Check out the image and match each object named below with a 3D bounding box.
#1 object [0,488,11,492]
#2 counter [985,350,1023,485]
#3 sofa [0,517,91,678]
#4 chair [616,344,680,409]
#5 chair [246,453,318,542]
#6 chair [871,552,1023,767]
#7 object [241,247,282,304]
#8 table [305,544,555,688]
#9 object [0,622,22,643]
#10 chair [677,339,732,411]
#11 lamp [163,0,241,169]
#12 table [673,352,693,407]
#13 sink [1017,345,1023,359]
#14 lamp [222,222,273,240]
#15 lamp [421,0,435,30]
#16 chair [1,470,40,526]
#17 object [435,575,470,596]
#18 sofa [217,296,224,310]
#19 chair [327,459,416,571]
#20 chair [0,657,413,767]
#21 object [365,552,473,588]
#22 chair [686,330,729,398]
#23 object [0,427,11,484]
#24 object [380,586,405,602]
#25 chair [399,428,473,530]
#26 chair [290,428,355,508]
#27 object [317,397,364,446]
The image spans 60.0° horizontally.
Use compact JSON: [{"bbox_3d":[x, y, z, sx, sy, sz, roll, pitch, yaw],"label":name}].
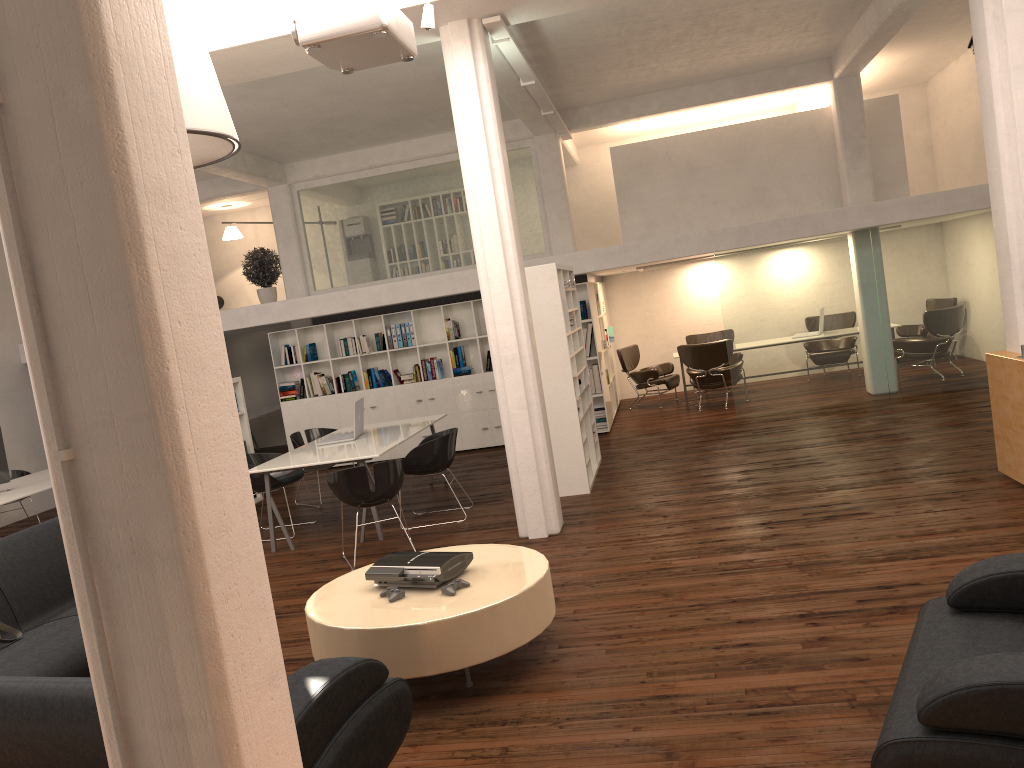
[{"bbox_3d":[-6.869,1.434,11.352,0.804,0.032,0.217,-12,6,-34],"label":"object"},{"bbox_3d":[4.310,0.595,4.973,0.689,1.141,6.858,-8,5,10],"label":"counter"},{"bbox_3d":[-3.350,1.711,6.391,1.467,1.119,3.087,-8,5,10],"label":"sofa"},{"bbox_3d":[2.632,-0.178,17.085,0.991,1.183,0.994,-6,6,30],"label":"chair"},{"bbox_3d":[-2.926,1.329,10.770,0.757,1.004,0.795,-8,5,10],"label":"chair"},{"bbox_3d":[2.245,1.088,3.366,1.481,1.130,1.454,-6,6,32],"label":"chair"},{"bbox_3d":[-4.588,-1.988,16.462,0.793,1.127,0.770,-8,5,9],"label":"object"},{"bbox_3d":[-0.514,1.587,5.916,1.616,0.570,1.616,-9,5,4],"label":"table"},{"bbox_3d":[-3.585,1.667,5.840,0.331,0.352,0.586,-7,5,25],"label":"object"},{"bbox_3d":[3.534,-0.189,15.570,0.994,1.183,0.991,-7,5,25],"label":"chair"},{"bbox_3d":[-2.837,-3.613,5.706,1.386,4.284,1.386,-7,5,24],"label":"lamp"},{"bbox_3d":[4.973,-0.338,16.179,3.900,0.947,1.040,-8,5,10],"label":"table"},{"bbox_3d":[4.524,-0.328,6.841,0.596,0.774,1.757,-8,5,10],"label":"sink"},{"bbox_3d":[-4.923,-3.345,18.448,2.635,0.513,0.447,-7,5,20],"label":"lamp"},{"bbox_3d":[-0.700,-3.066,7.226,0.136,0.357,0.117,-7,5,17],"label":"lamp"},{"bbox_3d":[-7.558,1.837,13.308,0.795,1.004,0.757,-12,6,-34],"label":"chair"},{"bbox_3d":[-0.410,1.256,5.607,0.231,0.099,0.193,-6,6,33],"label":"object"},{"bbox_3d":[-7.390,-1.700,18.383,1.467,1.119,3.087,-8,5,10],"label":"sofa"},{"bbox_3d":[-1.390,1.248,8.906,0.795,1.004,0.757,-10,5,-15],"label":"chair"},{"bbox_3d":[-1.428,1.608,4.005,1.454,1.130,1.481,-7,5,22],"label":"chair"},{"bbox_3d":[-0.614,1.227,5.926,0.558,0.163,0.471,-6,6,30],"label":"object"},{"bbox_3d":[4.007,-0.421,17.420,0.994,1.183,0.991,-8,5,5],"label":"chair"},{"bbox_3d":[-6.740,1.014,10.955,0.886,0.888,0.347,-12,6,-34],"label":"object"},{"bbox_3d":[-0.761,1.327,5.639,0.119,0.062,0.193,-12,5,-29],"label":"object"},{"bbox_3d":[-0.921,1.062,10.227,0.757,1.004,0.795,-8,5,5],"label":"chair"},{"bbox_3d":[-2.674,1.143,12.497,0.757,1.004,0.795,-4,7,45],"label":"chair"},{"bbox_3d":[-2.190,0.473,11.361,0.557,0.470,0.702,-9,5,0],"label":"object"}]
